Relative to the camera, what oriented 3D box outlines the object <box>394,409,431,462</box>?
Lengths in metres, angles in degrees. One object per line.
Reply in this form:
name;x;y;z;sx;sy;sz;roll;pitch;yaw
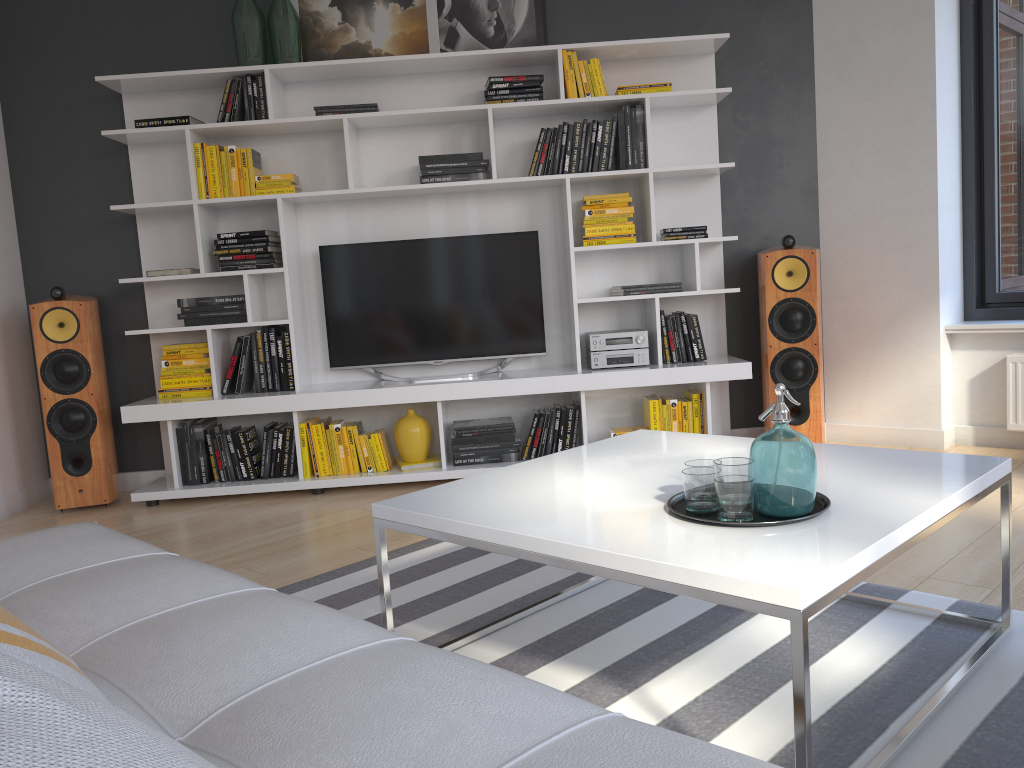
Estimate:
object;-0.495;0.253;4.416;0.185;0.257;0.185;-7;7;-23

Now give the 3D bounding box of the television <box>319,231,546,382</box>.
television;-0.394;-0.384;4.500;1.102;0.704;0.207;-4;6;0

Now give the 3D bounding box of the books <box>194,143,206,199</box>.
books;-1.505;-1.031;4.363;0.029;0.270;0.204;-4;6;0

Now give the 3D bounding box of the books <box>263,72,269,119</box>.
books;-1.172;-1.383;4.324;0.019;0.230;0.174;-4;6;0

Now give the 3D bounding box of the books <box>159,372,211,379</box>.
books;-1.624;-0.050;4.511;0.263;0.015;0.198;-4;6;3

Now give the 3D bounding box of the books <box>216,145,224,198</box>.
books;-1.412;-1.034;4.380;0.015;0.263;0.199;-4;6;0

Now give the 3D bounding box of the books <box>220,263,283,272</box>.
books;-1.292;-0.576;4.411;0.263;0.026;0.189;-4;6;-2

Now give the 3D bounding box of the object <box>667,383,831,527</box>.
object;0.483;0.127;1.840;0.330;0.265;0.330;-6;7;-21

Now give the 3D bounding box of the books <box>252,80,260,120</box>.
books;-1.228;-1.365;4.331;0.021;0.200;0.147;-4;6;0

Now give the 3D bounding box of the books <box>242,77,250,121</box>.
books;-1.278;-1.370;4.329;0.021;0.221;0.156;-4;6;0

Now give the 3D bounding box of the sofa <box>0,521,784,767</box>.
sofa;0.169;0.434;1.203;3.424;0.732;2.614;2;9;44

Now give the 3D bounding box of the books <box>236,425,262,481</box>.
books;-1.298;0.342;4.427;0.083;0.249;0.191;-4;6;0

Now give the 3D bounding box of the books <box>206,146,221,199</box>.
books;-1.443;-1.030;4.378;0.044;0.255;0.198;-4;6;0

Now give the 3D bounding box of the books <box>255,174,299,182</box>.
books;-1.158;-1.012;4.382;0.186;0.026;0.138;-4;6;0

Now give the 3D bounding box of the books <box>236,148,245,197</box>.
books;-1.316;-1.031;4.379;0.023;0.239;0.169;-4;6;0

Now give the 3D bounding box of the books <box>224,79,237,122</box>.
books;-1.354;-1.362;4.341;0.087;0.214;0.171;-4;6;0

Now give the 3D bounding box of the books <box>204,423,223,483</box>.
books;-1.470;0.344;4.436;0.053;0.268;0.202;-4;6;-1

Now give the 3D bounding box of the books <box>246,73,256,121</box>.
books;-1.254;-1.378;4.334;0.025;0.232;0.176;-4;6;0

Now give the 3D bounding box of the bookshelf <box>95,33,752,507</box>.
bookshelf;-0.397;-0.544;4.372;3.000;2.052;0.455;-4;6;0

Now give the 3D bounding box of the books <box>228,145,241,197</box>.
books;-1.346;-1.034;4.377;0.035;0.250;0.185;-4;6;0

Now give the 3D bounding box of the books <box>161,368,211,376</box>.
books;-1.634;-0.065;4.488;0.228;0.024;0.152;-4;6;4

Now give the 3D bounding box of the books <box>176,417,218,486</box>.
books;-1.561;0.328;4.437;0.128;0.321;0.259;-4;6;0

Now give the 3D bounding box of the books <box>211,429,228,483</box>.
books;-1.437;0.357;4.434;0.053;0.240;0.189;-4;6;0

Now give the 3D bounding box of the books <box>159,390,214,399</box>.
books;-1.612;0.044;4.493;0.270;0.029;0.204;-4;6;5

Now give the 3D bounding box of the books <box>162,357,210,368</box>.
books;-1.614;-0.116;4.499;0.250;0.035;0.185;-4;6;3

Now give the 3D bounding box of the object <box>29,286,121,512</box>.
object;-2.166;0.060;4.429;0.290;1.088;0.434;-6;7;-15

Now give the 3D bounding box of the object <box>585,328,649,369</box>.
object;0.527;-0.178;4.475;0.285;0.174;0.270;-4;6;0

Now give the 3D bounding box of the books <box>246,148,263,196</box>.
books;-1.265;-1.032;4.380;0.024;0.234;0.172;-4;6;0

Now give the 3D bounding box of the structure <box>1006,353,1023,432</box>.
structure;2.871;0.106;3.669;1.474;0.460;0.110;2;9;44

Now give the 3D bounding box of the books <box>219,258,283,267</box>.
books;-1.293;-0.601;4.410;0.270;0.025;0.189;-4;6;-1

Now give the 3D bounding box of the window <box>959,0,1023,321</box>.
window;2.968;-1.494;3.751;1.960;2.402;0.170;2;9;44

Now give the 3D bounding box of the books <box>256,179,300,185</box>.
books;-1.152;-0.991;4.372;0.187;0.014;0.134;-4;6;0

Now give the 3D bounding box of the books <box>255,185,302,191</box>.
books;-1.151;-0.962;4.379;0.196;0.011;0.148;-4;6;0

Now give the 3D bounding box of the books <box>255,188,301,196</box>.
books;-1.150;-0.939;4.378;0.190;0.033;0.147;-4;6;0

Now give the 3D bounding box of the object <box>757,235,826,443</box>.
object;1.396;-0.192;4.444;0.290;1.088;0.434;-2;7;15

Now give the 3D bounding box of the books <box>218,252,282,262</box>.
books;-1.302;-0.630;4.425;0.266;0.030;0.209;-4;6;-2

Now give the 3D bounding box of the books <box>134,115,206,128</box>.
books;-1.662;-1.257;4.327;0.268;0.046;0.208;-4;6;3

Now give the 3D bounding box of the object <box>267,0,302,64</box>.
object;-1.118;-1.779;4.330;0.157;0.507;0.157;-3;7;13

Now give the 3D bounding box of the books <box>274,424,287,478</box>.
books;-1.145;0.333;4.433;0.071;0.243;0.179;-4;6;-1

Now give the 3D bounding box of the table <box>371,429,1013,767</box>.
table;0.447;0.447;2.151;1.091;0.435;1.091;2;9;44

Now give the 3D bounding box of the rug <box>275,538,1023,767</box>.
rug;0.211;0.676;2.253;2.326;0.016;1.662;2;9;44

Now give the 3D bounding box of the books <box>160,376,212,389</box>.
books;-1.619;-0.019;4.500;0.255;0.044;0.198;-4;6;0

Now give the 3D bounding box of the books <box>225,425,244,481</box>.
books;-1.363;0.344;4.431;0.066;0.255;0.193;-4;6;-1

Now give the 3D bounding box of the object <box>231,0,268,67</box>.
object;-1.272;-1.762;4.273;0.157;0.507;0.157;-3;7;13

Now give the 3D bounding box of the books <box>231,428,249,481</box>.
books;-1.332;0.349;4.424;0.066;0.242;0.177;-4;6;-1

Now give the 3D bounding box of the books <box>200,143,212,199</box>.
books;-1.478;-1.034;4.372;0.025;0.270;0.213;-4;6;0

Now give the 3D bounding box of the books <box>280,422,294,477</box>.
books;-1.107;0.326;4.444;0.084;0.249;0.191;-4;6;0

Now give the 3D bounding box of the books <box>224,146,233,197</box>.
books;-1.373;-1.033;4.378;0.019;0.251;0.180;-4;6;0

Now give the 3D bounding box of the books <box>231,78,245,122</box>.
books;-1.326;-1.363;4.328;0.074;0.212;0.154;-4;6;-1

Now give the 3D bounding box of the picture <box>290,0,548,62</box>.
picture;-0.476;-1.932;4.426;1.279;0.707;0.076;-4;6;0

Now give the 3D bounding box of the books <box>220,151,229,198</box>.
books;-1.392;-1.016;4.361;0.024;0.229;0.156;-4;6;-1

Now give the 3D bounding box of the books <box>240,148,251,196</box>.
books;-1.292;-1.030;4.376;0.024;0.234;0.172;-4;6;0

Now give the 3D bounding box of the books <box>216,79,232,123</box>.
books;-1.387;-1.360;4.334;0.096;0.213;0.166;-4;6;-2

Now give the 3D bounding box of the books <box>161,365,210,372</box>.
books;-1.624;-0.089;4.504;0.251;0.019;0.180;-4;6;0

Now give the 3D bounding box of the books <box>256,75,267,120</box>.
books;-1.200;-1.375;4.331;0.038;0.218;0.169;-4;6;0

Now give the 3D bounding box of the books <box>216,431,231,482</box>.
books;-1.413;0.357;4.428;0.049;0.236;0.170;-4;6;0

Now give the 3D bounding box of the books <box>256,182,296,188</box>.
books;-1.157;-0.973;4.358;0.169;0.018;0.113;-4;6;1
